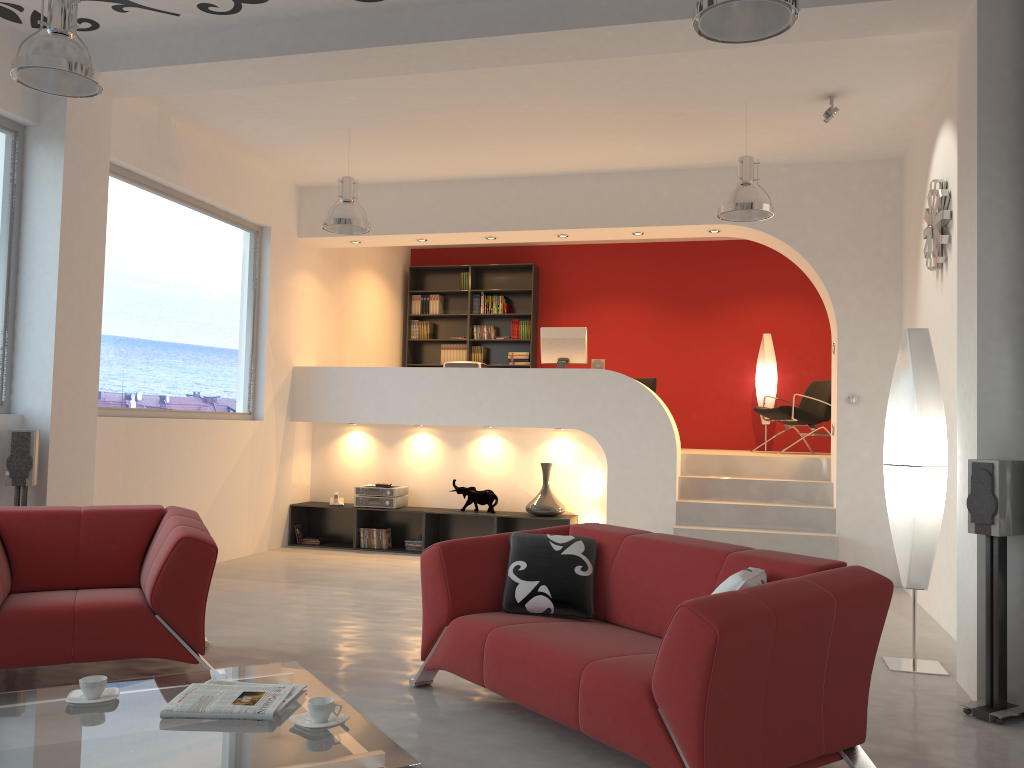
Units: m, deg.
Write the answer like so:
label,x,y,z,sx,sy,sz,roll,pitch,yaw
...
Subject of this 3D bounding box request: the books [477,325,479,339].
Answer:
label,x,y,z,sx,sy,sz,roll,pitch,yaw
books,-0.406,-0.639,11.206,0.031,0.190,0.135,1,-3,15

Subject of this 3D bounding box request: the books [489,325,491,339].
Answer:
label,x,y,z,sx,sy,sz,roll,pitch,yaw
books,-0.261,-0.637,11.168,0.031,0.190,0.135,1,-3,15

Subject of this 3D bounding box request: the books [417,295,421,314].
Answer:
label,x,y,z,sx,sy,sz,roll,pitch,yaw
books,-1.162,-1.001,11.405,0.040,0.260,0.200,1,-3,15

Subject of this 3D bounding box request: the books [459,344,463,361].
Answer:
label,x,y,z,sx,sy,sz,roll,pitch,yaw
books,-0.620,-0.362,11.227,0.040,0.260,0.200,1,-3,15

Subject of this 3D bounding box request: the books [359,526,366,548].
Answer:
label,x,y,z,sx,sy,sz,roll,pitch,yaw
books,-1.432,1.473,8.532,0.031,0.190,0.135,1,-3,15

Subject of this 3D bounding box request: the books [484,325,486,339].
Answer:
label,x,y,z,sx,sy,sz,roll,pitch,yaw
books,-0.319,-0.638,11.183,0.031,0.190,0.135,1,-3,15

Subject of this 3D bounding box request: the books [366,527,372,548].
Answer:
label,x,y,z,sx,sy,sz,roll,pitch,yaw
books,-1.360,1.474,8.513,0.031,0.190,0.135,1,-3,15

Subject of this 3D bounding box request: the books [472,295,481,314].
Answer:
label,x,y,z,sx,sy,sz,roll,pitch,yaw
books,-0.427,-0.989,11.223,0.090,0.256,0.181,1,-3,15

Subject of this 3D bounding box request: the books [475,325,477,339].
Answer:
label,x,y,z,sx,sy,sz,roll,pitch,yaw
books,-0.435,-0.640,11.214,0.031,0.190,0.135,1,-3,15

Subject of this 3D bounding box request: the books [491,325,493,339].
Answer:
label,x,y,z,sx,sy,sz,roll,pitch,yaw
books,-0.232,-0.637,11.160,0.031,0.190,0.135,1,-3,15

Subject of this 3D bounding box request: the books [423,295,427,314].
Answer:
label,x,y,z,sx,sy,sz,roll,pitch,yaw
books,-1.084,-1.000,11.385,0.040,0.260,0.200,1,-3,15

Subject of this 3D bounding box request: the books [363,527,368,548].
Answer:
label,x,y,z,sx,sy,sz,roll,pitch,yaw
books,-1.389,1.474,8.521,0.031,0.190,0.135,1,-3,15

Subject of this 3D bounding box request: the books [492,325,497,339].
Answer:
label,x,y,z,sx,sy,sz,roll,pitch,yaw
books,-0.217,-0.637,11.156,0.031,0.190,0.135,1,-3,15

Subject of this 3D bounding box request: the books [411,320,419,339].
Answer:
label,x,y,z,sx,sy,sz,roll,pitch,yaw
books,-1.224,-0.683,11.416,0.090,0.256,0.181,1,-3,15

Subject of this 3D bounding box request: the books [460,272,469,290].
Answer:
label,x,y,z,sx,sy,sz,roll,pitch,yaw
books,-0.564,-1.283,11.275,0.146,0.240,0.170,1,-3,15

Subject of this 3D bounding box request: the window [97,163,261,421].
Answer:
label,x,y,z,sx,sy,sz,roll,pitch,yaw
window,-2.703,-0.627,7.053,0.100,1.800,2.400,1,-3,15

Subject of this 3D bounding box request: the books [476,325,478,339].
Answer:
label,x,y,z,sx,sy,sz,roll,pitch,yaw
books,-0.420,-0.640,11.210,0.031,0.190,0.135,1,-3,15

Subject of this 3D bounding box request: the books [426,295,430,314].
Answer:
label,x,y,z,sx,sy,sz,roll,pitch,yaw
books,-1.045,-1.000,11.374,0.040,0.260,0.200,1,-3,15

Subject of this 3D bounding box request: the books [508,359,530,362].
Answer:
label,x,y,z,sx,sy,sz,roll,pitch,yaw
books,0.104,-0.284,11.015,0.260,0.040,0.200,1,-3,15

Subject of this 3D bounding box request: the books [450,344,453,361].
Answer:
label,x,y,z,sx,sy,sz,roll,pitch,yaw
books,-0.738,-0.364,11.258,0.040,0.260,0.200,1,-3,15

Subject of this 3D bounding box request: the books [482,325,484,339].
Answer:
label,x,y,z,sx,sy,sz,roll,pitch,yaw
books,-0.348,-0.639,11.191,0.031,0.190,0.135,1,-3,15

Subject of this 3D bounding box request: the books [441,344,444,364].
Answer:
label,x,y,z,sx,sy,sz,roll,pitch,yaw
books,-0.855,-0.366,11.289,0.040,0.260,0.200,1,-3,15

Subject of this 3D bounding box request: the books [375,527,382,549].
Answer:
label,x,y,z,sx,sy,sz,roll,pitch,yaw
books,-1.273,1.475,8.490,0.031,0.190,0.135,1,-3,15

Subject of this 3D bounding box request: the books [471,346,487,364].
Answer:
label,x,y,z,sx,sy,sz,roll,pitch,yaw
books,-0.417,-0.349,11.184,0.146,0.240,0.170,1,-3,15

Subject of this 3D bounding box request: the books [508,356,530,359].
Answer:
label,x,y,z,sx,sy,sz,roll,pitch,yaw
books,0.101,-0.324,11.017,0.260,0.040,0.200,1,-3,14

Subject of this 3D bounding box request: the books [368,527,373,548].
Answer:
label,x,y,z,sx,sy,sz,roll,pitch,yaw
books,-1.345,1.474,8.509,0.031,0.190,0.135,1,-3,15

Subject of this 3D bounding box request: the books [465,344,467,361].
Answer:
label,x,y,z,sx,sy,sz,roll,pitch,yaw
books,-0.542,-0.361,11.206,0.040,0.260,0.200,1,-3,15

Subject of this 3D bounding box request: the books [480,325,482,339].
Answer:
label,x,y,z,sx,sy,sz,roll,pitch,yaw
books,-0.377,-0.639,11.198,0.031,0.190,0.135,1,-3,15

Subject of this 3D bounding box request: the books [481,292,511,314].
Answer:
label,x,y,z,sx,sy,sz,roll,pitch,yaw
books,-0.204,-1.002,11.141,0.341,0.286,0.231,1,-3,15

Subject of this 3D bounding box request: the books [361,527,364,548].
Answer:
label,x,y,z,sx,sy,sz,roll,pitch,yaw
books,-1.418,1.473,8.529,0.031,0.190,0.135,1,-3,15

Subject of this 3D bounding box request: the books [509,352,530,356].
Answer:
label,x,y,z,sx,sy,sz,roll,pitch,yaw
books,0.109,-0.364,11.008,0.260,0.040,0.200,1,-3,15

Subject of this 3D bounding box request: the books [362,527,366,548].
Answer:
label,x,y,z,sx,sy,sz,roll,pitch,yaw
books,-1.403,1.473,8.525,0.031,0.190,0.135,1,-3,15

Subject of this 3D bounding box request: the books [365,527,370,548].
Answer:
label,x,y,z,sx,sy,sz,roll,pitch,yaw
books,-1.374,1.474,8.517,0.031,0.190,0.135,1,-3,15

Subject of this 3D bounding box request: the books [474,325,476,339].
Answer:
label,x,y,z,sx,sy,sz,roll,pitch,yaw
books,-0.449,-0.640,11.218,0.031,0.190,0.135,1,-3,15

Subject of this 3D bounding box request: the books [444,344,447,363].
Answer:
label,x,y,z,sx,sy,sz,roll,pitch,yaw
books,-0.816,-0.365,11.278,0.040,0.260,0.200,1,-3,15

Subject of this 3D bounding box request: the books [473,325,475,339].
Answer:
label,x,y,z,sx,sy,sz,roll,pitch,yaw
books,-0.464,-0.640,11.222,0.031,0.190,0.135,1,-3,15

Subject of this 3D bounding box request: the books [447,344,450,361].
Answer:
label,x,y,z,sx,sy,sz,roll,pitch,yaw
books,-0.777,-0.364,11.268,0.040,0.260,0.200,1,-3,15

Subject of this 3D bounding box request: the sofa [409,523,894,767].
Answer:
label,x,y,z,sx,sy,sz,roll,pitch,yaw
sofa,0.442,1.018,3.566,0.951,0.738,1.929,3,-3,-35

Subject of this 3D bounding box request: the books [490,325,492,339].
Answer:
label,x,y,z,sx,sy,sz,roll,pitch,yaw
books,-0.246,-0.637,11.164,0.031,0.190,0.135,1,-3,15

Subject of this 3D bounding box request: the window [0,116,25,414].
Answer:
label,x,y,z,sx,sy,sz,roll,pitch,yaw
window,-3.416,-0.778,4.350,0.100,1.800,2.400,1,-3,15

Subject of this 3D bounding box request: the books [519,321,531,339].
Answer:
label,x,y,z,sx,sy,sz,roll,pitch,yaw
books,0.176,-0.657,11.045,0.146,0.240,0.170,1,-3,15

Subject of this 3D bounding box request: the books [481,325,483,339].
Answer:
label,x,y,z,sx,sy,sz,roll,pitch,yaw
books,-0.362,-0.639,11.195,0.031,0.190,0.135,1,-3,15

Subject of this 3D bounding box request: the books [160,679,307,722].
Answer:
label,x,y,z,sx,sy,sz,roll,pitch,yaw
books,-0.885,1.006,2.823,0.367,0.035,0.345,1,-3,5

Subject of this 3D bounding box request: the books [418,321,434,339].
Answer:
label,x,y,z,sx,sy,sz,roll,pitch,yaw
books,-1.108,-0.674,11.384,0.146,0.240,0.170,1,-3,15

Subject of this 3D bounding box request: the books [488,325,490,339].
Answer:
label,x,y,z,sx,sy,sz,roll,pitch,yaw
books,-0.275,-0.638,11.172,0.031,0.190,0.135,1,-3,15

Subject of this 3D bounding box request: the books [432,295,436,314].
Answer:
label,x,y,z,sx,sy,sz,roll,pitch,yaw
books,-0.966,-0.999,11.353,0.040,0.260,0.200,1,-3,15

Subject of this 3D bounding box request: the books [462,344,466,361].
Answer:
label,x,y,z,sx,sy,sz,roll,pitch,yaw
books,-0.581,-0.362,11.216,0.040,0.260,0.200,1,-3,15

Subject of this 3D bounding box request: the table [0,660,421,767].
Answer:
label,x,y,z,sx,sy,sz,roll,pitch,yaw
table,-1.012,1.152,2.596,1.097,0.286,1.162,3,-3,-30

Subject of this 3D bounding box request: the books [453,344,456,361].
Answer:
label,x,y,z,sx,sy,sz,roll,pitch,yaw
books,-0.699,-0.363,11.247,0.040,0.260,0.200,1,-3,15

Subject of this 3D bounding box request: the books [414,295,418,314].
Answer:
label,x,y,z,sx,sy,sz,roll,pitch,yaw
books,-1.201,-1.002,11.416,0.040,0.260,0.200,1,-3,15

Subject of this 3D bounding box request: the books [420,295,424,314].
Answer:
label,x,y,z,sx,sy,sz,roll,pitch,yaw
books,-1.123,-1.001,11.395,0.040,0.260,0.200,1,-3,15

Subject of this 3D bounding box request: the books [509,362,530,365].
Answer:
label,x,y,z,sx,sy,sz,roll,pitch,yaw
books,0.122,-0.244,11.012,0.260,0.040,0.200,1,-3,16

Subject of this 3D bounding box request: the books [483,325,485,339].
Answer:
label,x,y,z,sx,sy,sz,roll,pitch,yaw
books,-0.333,-0.638,11.187,0.031,0.190,0.135,1,-3,15

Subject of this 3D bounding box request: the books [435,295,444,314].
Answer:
label,x,y,z,sx,sy,sz,roll,pitch,yaw
books,-0.927,-0.998,11.343,0.040,0.260,0.200,1,-3,15

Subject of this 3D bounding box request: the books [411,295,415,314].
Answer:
label,x,y,z,sx,sy,sz,roll,pitch,yaw
books,-1.241,-1.002,11.426,0.040,0.260,0.200,1,-3,15

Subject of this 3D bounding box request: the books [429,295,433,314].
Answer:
label,x,y,z,sx,sy,sz,roll,pitch,yaw
books,-1.005,-0.999,11.364,0.040,0.260,0.200,1,-3,15

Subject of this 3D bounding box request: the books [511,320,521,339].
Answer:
label,x,y,z,sx,sy,sz,roll,pitch,yaw
books,0.060,-0.667,11.077,0.090,0.256,0.181,1,-3,15

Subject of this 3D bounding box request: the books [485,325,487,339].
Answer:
label,x,y,z,sx,sy,sz,roll,pitch,yaw
books,-0.304,-0.638,11.179,0.031,0.190,0.135,1,-3,15

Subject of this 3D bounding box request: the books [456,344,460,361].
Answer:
label,x,y,z,sx,sy,sz,roll,pitch,yaw
books,-0.660,-0.363,11.237,0.040,0.260,0.200,1,-3,15
